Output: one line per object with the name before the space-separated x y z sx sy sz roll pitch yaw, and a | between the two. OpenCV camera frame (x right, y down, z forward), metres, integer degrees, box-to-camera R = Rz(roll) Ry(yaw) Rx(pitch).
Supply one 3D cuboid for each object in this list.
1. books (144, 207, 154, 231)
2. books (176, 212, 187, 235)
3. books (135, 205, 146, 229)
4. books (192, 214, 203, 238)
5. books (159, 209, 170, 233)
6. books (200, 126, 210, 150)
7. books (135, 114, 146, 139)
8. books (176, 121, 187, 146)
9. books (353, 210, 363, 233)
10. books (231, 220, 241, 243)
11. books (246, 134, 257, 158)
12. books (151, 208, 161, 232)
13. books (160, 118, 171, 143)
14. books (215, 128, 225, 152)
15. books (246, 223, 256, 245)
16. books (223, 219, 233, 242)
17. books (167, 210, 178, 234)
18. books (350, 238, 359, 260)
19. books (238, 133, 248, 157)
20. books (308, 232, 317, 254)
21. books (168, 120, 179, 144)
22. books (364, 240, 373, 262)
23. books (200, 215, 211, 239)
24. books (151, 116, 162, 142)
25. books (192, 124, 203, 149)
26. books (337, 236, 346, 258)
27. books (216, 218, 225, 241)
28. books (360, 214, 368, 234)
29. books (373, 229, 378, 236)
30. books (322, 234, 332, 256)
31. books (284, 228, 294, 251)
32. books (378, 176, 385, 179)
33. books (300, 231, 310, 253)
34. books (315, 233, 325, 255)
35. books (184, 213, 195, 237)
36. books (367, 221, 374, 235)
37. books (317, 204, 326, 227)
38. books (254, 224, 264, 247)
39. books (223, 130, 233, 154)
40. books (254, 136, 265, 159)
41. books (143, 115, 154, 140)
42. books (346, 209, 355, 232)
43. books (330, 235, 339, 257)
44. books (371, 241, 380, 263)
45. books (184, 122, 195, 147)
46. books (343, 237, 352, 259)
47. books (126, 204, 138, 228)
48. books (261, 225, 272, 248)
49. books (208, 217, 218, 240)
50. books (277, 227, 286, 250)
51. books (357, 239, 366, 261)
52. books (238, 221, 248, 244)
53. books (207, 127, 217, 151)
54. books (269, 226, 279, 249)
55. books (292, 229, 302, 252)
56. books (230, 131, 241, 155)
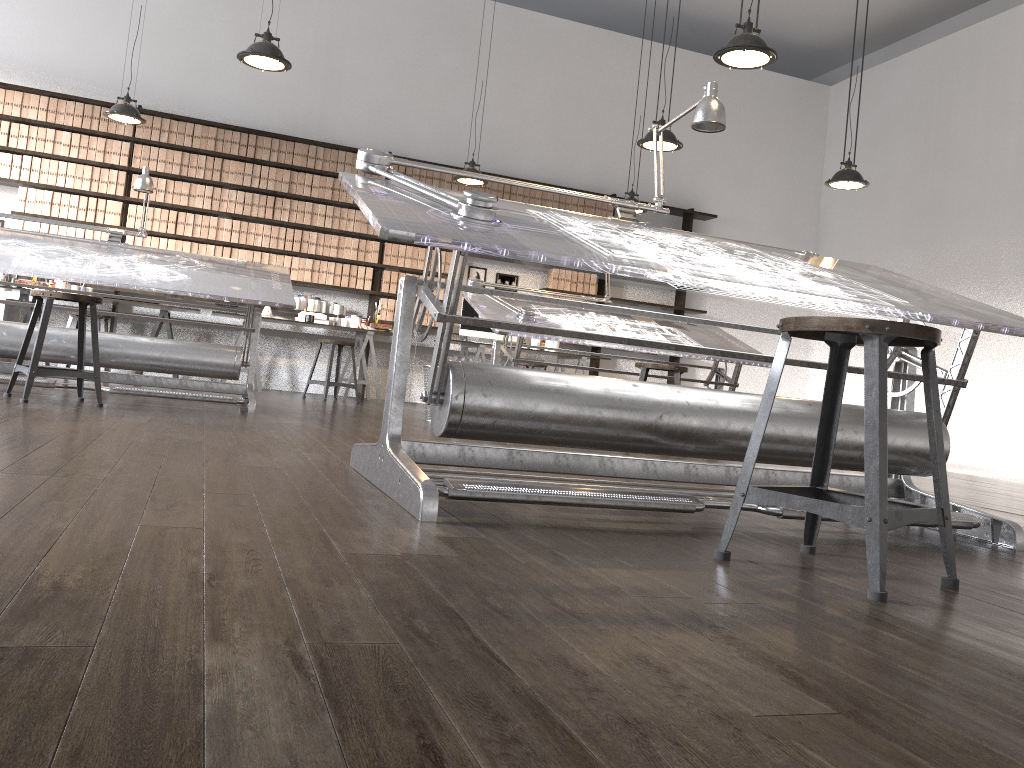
books | -3.330 -1.499 8.129 0.067 0.226 0.174 7 -2 -19
books | -3.071 -1.472 8.226 0.066 0.226 0.174 7 -2 -19
books | -3.398 -1.507 8.105 0.066 0.226 0.174 7 -2 -19
books | -2.938 -1.459 8.271 0.066 0.226 0.174 7 -2 -19
books | -3.211 -1.487 8.177 0.066 0.226 0.174 7 -2 -19
books | -2.881 -2.288 8.301 0.066 0.226 0.174 7 -2 -19
books | -3.400 -2.342 8.120 0.066 0.226 0.174 7 -2 -19
books | -3.074 -2.308 8.234 0.066 0.226 0.174 7 -2 -19
books | -1.534 -1.591 8.755 0.066 0.226 0.174 7 -2 -19
books | -2.617 -1.425 8.377 0.067 0.226 0.174 7 -2 -19
books | -2.484 -2.246 8.434 0.067 0.226 0.174 7 -2 -19
books | -3.272 -1.494 8.153 0.066 0.226 0.174 7 -2 -19
books | -3.205 -2.322 8.187 0.066 0.226 0.174 7 -2 -19
books | -2.756 -2.275 8.345 0.066 0.226 0.174 7 -2 -19
books | -2.487 -1.411 8.429 0.066 0.226 0.174 7 -2 -19
books | -2.685 -1.432 8.356 0.066 0.226 0.174 7 -2 -19
books | -3.140 -1.480 8.196 0.067 0.226 0.174 7 -2 -19
books | -1.566 -1.315 8.742 0.067 0.226 0.174 7 -2 -19
books | -2.556 -2.254 8.415 0.066 0.226 0.174 7 -2 -19
books | -1.947 -1.355 8.610 0.066 0.226 0.174 7 -2 -19
books | -3.141 -2.315 8.213 0.066 0.226 0.174 7 -2 -19
books | -1.437 -1.301 8.793 0.066 0.226 0.174 7 -2 -19
books | -2.871 -1.452 8.294 0.066 0.226 0.174 7 -2 -19
books | -3.272 -2.328 8.160 0.066 0.226 0.174 7 -2 -19
books | -2.940 -2.294 8.279 0.066 0.226 0.174 7 -2 -19
books | -1.689 -1.328 8.703 0.066 0.226 0.174 7 -2 -19
books | -2.745 -1.438 8.337 0.066 0.226 0.174 7 -2 -19
books | -1.472 -1.584 8.776 0.067 0.226 0.174 7 -2 -19
books | -1.348 -1.571 8.825 0.066 0.226 0.174 7 -2 -19
books | -1.815 -1.341 8.660 0.066 0.226 0.174 7 -2 -19
books | -2.155 -1.377 8.543 0.066 0.226 0.174 7 -2 -19
books | -1.306 -2.123 8.844 0.066 0.226 0.174 7 -2 -19
books | -2.015 -1.362 8.592 0.066 0.226 0.174 7 -2 -19
books | -1.882 -1.348 8.637 0.066 0.226 0.174 7 -2 -19
books | -3.003 -1.465 8.244 0.066 0.226 0.174 7 -2 -19
books | -1.414 -1.578 8.801 0.066 0.226 0.174 7 -2 -19
books | -1.868 -1.626 8.643 0.066 0.226 0.174 7 -2 -19
books | -2.420 -1.404 8.448 0.066 0.226 0.174 7 -2 -19
books | -2.689 -2.268 8.369 0.066 0.226 0.174 7 -2 -19
books | -2.416 -2.239 8.464 0.066 0.226 0.174 7 -2 -19
books | -3.340 -2.336 8.136 0.067 0.226 0.174 7 -2 -19
books | -1.603 -1.598 8.735 0.066 0.226 0.174 7 -2 -19
books | -1.750 -1.334 8.677 0.067 0.226 0.174 7 -2 -19
books | -1.373 -1.295 8.807 0.067 0.226 0.174 7 -2 -19
books | -3.007 -2.301 8.253 0.067 0.226 0.174 7 -2 -19
books | -1.629 -1.321 8.722 0.066 0.226 0.174 7 -2 -19
books | -3.467 -1.514 8.085 0.066 0.226 0.174 7 -2 -19
books | -2.351 -1.397 8.468 0.066 0.226 0.174 7 -2 -19
books | -2.806 -1.445 8.311 0.067 0.226 0.174 7 -2 -19
books | -2.226 -1.384 8.516 0.066 0.226 0.174 7 -2 -19
books | -1.502 -1.308 8.768 0.066 0.226 0.174 7 -2 -19
books | -2.552 -1.418 8.404 0.066 0.226 0.174 7 -2 -19
books | -2.817 -2.281 8.318 0.067 0.226 0.174 7 -2 -19
books | -2.283 -1.390 8.491 0.067 0.226 0.174 7 -2 -19
books | -2.084 -1.369 8.562 0.067 0.226 0.174 7 -2 -19
books | -2.621 -2.260 8.388 0.066 0.226 0.174 7 -2 -19
